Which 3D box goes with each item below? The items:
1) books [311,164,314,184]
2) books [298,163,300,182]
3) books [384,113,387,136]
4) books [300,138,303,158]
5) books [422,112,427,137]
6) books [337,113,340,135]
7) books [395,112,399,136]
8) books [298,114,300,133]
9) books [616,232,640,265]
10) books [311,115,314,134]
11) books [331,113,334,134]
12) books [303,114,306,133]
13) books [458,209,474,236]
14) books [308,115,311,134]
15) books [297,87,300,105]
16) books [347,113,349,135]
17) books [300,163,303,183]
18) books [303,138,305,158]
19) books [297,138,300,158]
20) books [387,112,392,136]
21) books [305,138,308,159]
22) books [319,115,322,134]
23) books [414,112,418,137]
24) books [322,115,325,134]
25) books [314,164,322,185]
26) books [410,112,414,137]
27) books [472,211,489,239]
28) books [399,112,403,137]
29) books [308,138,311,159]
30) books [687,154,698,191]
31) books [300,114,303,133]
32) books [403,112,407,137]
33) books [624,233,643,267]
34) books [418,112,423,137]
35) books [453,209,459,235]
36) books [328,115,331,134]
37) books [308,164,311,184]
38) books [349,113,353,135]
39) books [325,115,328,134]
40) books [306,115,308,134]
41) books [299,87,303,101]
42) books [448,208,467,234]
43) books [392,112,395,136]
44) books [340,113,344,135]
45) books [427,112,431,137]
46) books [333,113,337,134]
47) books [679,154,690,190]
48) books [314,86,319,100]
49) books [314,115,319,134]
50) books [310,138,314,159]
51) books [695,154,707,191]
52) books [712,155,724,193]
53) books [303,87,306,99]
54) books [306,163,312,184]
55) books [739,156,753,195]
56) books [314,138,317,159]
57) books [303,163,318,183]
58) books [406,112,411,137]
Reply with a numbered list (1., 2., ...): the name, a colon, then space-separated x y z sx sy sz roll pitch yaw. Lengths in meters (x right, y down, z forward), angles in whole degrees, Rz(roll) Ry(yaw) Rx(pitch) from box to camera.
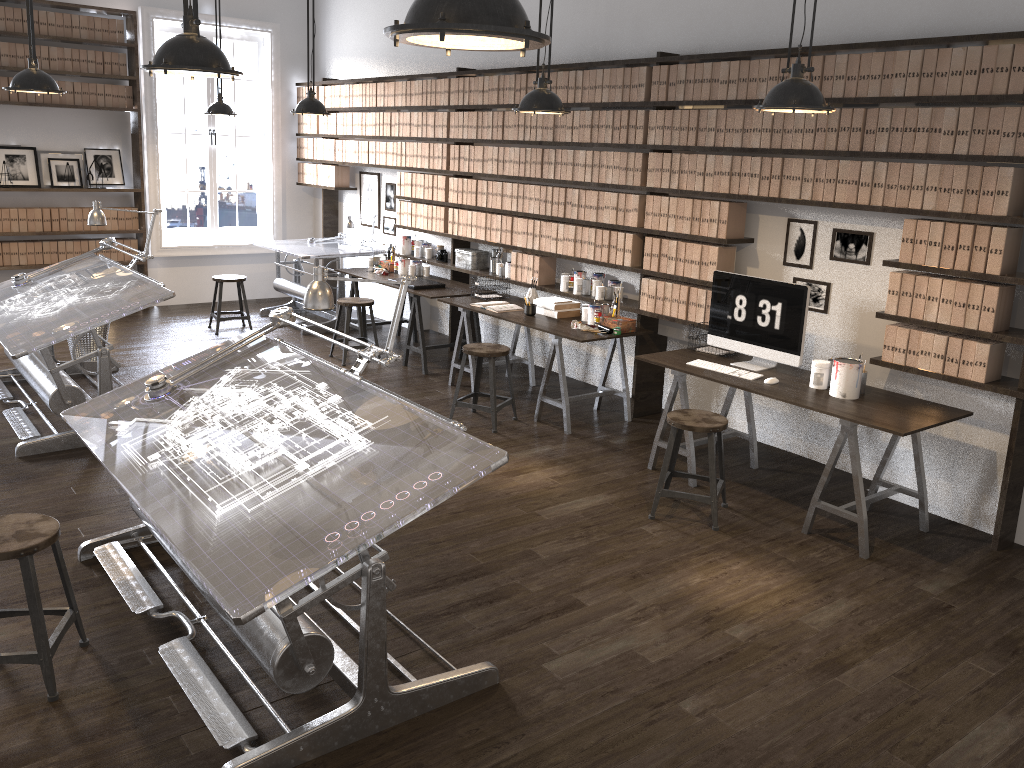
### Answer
1. books: -2.150 -2.335 9.865 0.175 0.223 0.067 -8 16 -37
2. books: -2.358 -2.417 10.138 0.175 0.223 0.067 -8 16 -37
3. books: -1.142 -2.490 8.517 0.175 0.223 0.067 -8 16 -37
4. books: -2.309 -2.670 10.032 0.175 0.223 0.067 -8 16 -37
5. books: -0.715 -2.328 7.976 0.175 0.223 0.067 -8 16 -37
6. books: -1.736 -2.716 9.268 0.175 0.223 0.067 -8 16 -37
7. books: -1.011 -2.439 8.345 0.175 0.223 0.067 -8 16 -37
8. books: -2.327 -2.946 10.012 0.175 0.223 0.067 -8 16 -37
9. books: 0.815 -0.943 6.163 0.175 0.223 0.067 -8 16 -37
10. books: -2.120 -2.867 9.751 0.175 0.223 0.067 -8 16 -37
11. books: -1.827 -2.751 9.383 0.175 0.223 0.067 -8 16 -37
12. books: -2.242 -2.912 9.901 0.175 0.223 0.067 -8 16 -37
13. books: -0.376 -1.398 7.676 0.175 0.223 0.067 -8 16 -37
14. books: -2.165 -2.882 9.799 0.175 0.223 0.067 -8 16 -37
15. books: -2.325 -3.215 9.958 0.175 0.223 0.067 -8 16 -37
16. books: -1.607 -2.667 9.104 0.175 0.223 0.067 -8 16 -37
17. books: -2.317 -2.399 10.077 0.175 0.223 0.067 -8 16 -37
18. books: -2.266 -2.654 9.978 0.175 0.223 0.067 -8 16 -37
19. books: -2.355 -2.685 10.080 0.175 0.223 0.067 -8 16 -37
20. books: -1.101 -2.473 8.457 0.175 0.223 0.067 -8 16 -37
21. books: -2.226 -2.637 9.921 0.175 0.223 0.067 -8 16 -37
22. books: -1.997 -2.814 9.592 0.175 0.223 0.067 -8 16 -37
23. books: -0.804 -2.361 8.085 0.175 0.223 0.067 -8 16 -37
24. books: -1.955 -2.796 9.534 0.175 0.223 0.067 -8 16 -37
25. books: -2.103 -2.319 9.811 0.175 0.223 0.067 -8 16 -37
26. books: -0.841 -2.375 8.134 0.175 0.223 0.067 -8 16 -37
27. books: -0.249 -1.348 7.510 0.175 0.223 0.067 -8 16 -37
28. books: -0.965 -2.423 8.293 0.175 0.223 0.067 -8 16 -37
29. books: -2.179 -2.621 9.869 0.175 0.223 0.067 -8 16 -37
30. books: 1.197 -1.337 5.603 0.175 0.223 0.067 -8 16 -37
31. books: -2.288 -2.929 9.955 0.175 0.223 0.067 -8 16 -37
32. books: -0.922 -2.407 8.238 0.175 0.223 0.067 -8 16 -37
33. books: 0.864 -0.925 6.104 0.175 0.223 0.067 -8 16 -37
34. books: -0.761 -2.344 8.028 0.175 0.223 0.067 -8 16 -37
35. books: -0.421 -1.414 7.728 0.175 0.223 0.067 -8 16 -37
36. books: -1.869 -2.766 9.432 0.175 0.223 0.067 -8 16 -37
37. books: -2.194 -2.352 9.920 0.175 0.223 0.067 -8 16 -37
38. books: -1.571 -2.651 9.049 0.175 0.223 0.067 -8 16 -37
39. books: -1.911 -2.780 9.478 0.175 0.223 0.067 -8 16 -37
40. books: -2.202 -2.898 9.853 0.175 0.223 0.067 -8 16 -37
41. books: -2.281 -3.198 9.902 0.175 0.223 0.067 -8 16 -37
42. books: -0.468 -1.430 7.781 0.175 0.223 0.067 -8 16 -37
43. books: -1.051 -2.456 8.403 0.175 0.223 0.067 -8 16 -37
44. books: -1.697 -2.699 9.211 0.175 0.223 0.067 -8 16 -37
45. books: -0.671 -2.312 7.924 0.175 0.223 0.067 -8 16 -37
46. books: -1.787 -2.733 9.323 0.175 0.223 0.067 -8 16 -37
47. books: 1.156 -1.354 5.657 0.175 0.223 0.067 -8 16 -37
48. books: -2.063 -3.117 9.631 0.175 0.223 0.067 -8 16 -37
49. books: -2.076 -2.851 9.696 0.175 0.223 0.067 -8 16 -37
50. books: -2.137 -2.603 9.808 0.175 0.223 0.067 -8 16 -37
51. books: 1.237 -1.321 5.546 0.175 0.223 0.067 -8 16 -37
52. books: 1.322 -1.290 5.444 0.175 0.223 0.067 -8 16 -37
53. books: -2.234 -3.182 9.848 0.175 0.223 0.067 -8 16 -37
54. books: -2.229 -2.367 9.972 0.175 0.223 0.067 -8 16 -37
55. books: 1.448 -1.242 5.287 0.175 0.223 0.067 -8 16 -37
56. books: -2.088 -2.587 9.754 0.175 0.223 0.067 -8 16 -37
57. books: -2.267 -2.382 10.023 0.175 0.223 0.067 -8 16 -37
58. books: -0.885 -2.390 8.183 0.175 0.223 0.067 -8 16 -37
